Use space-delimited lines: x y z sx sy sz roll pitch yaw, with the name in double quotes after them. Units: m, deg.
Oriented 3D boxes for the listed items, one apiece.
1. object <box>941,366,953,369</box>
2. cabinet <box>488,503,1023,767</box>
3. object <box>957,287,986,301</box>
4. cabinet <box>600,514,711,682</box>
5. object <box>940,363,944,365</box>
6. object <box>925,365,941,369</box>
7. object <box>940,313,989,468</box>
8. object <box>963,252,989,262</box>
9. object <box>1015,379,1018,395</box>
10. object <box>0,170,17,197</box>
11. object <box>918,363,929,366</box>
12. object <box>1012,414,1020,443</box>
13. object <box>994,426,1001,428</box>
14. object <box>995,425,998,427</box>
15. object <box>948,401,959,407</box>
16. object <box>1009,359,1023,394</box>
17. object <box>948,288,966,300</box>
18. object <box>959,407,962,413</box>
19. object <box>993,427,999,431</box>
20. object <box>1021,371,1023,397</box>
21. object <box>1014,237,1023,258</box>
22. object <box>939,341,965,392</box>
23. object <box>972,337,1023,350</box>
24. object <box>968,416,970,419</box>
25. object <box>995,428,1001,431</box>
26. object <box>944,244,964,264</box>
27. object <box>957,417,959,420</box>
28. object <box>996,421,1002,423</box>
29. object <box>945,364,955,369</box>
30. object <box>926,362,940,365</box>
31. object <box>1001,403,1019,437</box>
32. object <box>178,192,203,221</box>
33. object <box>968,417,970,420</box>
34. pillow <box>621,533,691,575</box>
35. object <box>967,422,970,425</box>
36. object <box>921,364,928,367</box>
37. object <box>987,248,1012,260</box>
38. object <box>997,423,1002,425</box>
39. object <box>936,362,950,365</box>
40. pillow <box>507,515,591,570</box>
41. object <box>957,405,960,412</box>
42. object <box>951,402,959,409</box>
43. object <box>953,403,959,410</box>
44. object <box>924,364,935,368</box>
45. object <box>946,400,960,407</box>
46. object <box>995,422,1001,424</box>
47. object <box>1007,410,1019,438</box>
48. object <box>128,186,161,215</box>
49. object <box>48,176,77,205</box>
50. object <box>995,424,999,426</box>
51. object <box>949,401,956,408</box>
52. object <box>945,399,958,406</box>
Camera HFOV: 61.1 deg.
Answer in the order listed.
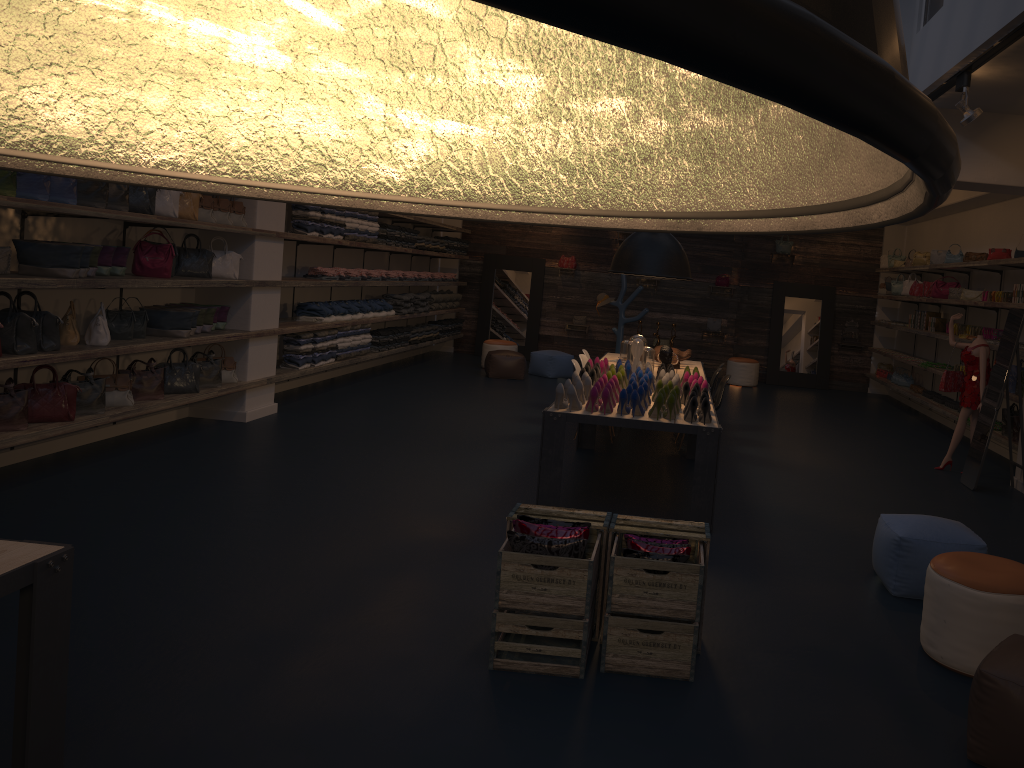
6.056 -0.219 12.151 0.236 0.057 0.083 5 6 -2 "object"
1.163 1.051 3.658 2.677 0.545 0.783 8 7 18 "cabinet"
5.885 -1.152 11.143 0.250 0.174 0.336 0 8 -41 "object"
0.655 0.959 3.979 0.465 0.545 0.567 6 5 7 "cabinet"
6.193 -0.261 12.371 0.243 0.074 0.081 4 6 -12 "object"
5.888 -0.235 12.154 0.236 0.057 0.083 5 6 -2 "object"
4.771 0.110 9.030 0.361 1.657 0.717 4 4 -13 "object"
5.895 -1.595 10.966 0.346 0.140 0.422 8 7 18 "object"
5.475 -0.034 9.144 0.365 0.337 0.224 6 4 11 "object"
-3.107 -1.284 5.125 0.200 0.337 0.408 9 7 44 "object"
5.965 -0.277 12.520 0.236 0.057 0.083 5 6 -2 "object"
5.400 0.446 9.078 0.341 0.354 0.164 5 4 3 "object"
5.499 0.488 9.869 0.230 0.067 0.087 7 6 10 "object"
5.491 0.473 9.966 0.230 0.064 0.088 7 6 10 "object"
5.934 0.281 11.636 0.172 0.087 0.071 10 7 37 "object"
5.525 -0.079 9.315 0.359 0.388 0.187 7 4 18 "object"
5.993 -1.215 11.680 0.112 0.174 0.251 3 7 -29 "object"
5.838 0.337 11.147 0.177 0.087 0.069 8 5 19 "object"
5.397 0.511 9.831 0.236 0.057 0.083 5 6 -2 "object"
5.407 -0.024 8.949 0.341 0.354 0.164 5 4 3 "object"
5.559 -1.488 9.409 0.186 0.278 0.063 8 5 37 "object"
4.735 -0.186 9.276 0.337 0.551 0.085 3 3 -21 "object"
5.658 -0.452 9.831 0.474 0.060 1.554 7 8 9 "object"
5.620 0.417 10.495 0.230 0.067 0.086 7 6 10 "object"
5.564 0.528 9.827 0.236 0.057 0.083 5 6 -2 "object"
6.055 -1.773 11.863 0.255 0.281 0.104 10 6 42 "object"
5.560 0.419 10.640 0.236 0.057 0.083 5 6 -2 "object"
5.753 0.453 10.309 0.249 0.067 0.080 3 6 -19 "object"
6.158 -0.242 12.189 0.249 0.067 0.080 3 6 -19 "object"
5.982 -0.273 12.289 0.230 0.064 0.088 7 6 10 "object"
5.519 0.391 9.445 0.359 0.388 0.187 7 4 18 "object"
-2.731 -1.533 7.047 0.178 0.384 0.461 9 6 44 "object"
5.577 0.422 10.409 0.230 0.064 0.088 7 6 10 "object"
0.655 0.834 3.975 0.305 0.317 0.467 6 6 7 "pillow"
5.483 0.460 10.274 0.236 0.057 0.083 5 6 -2 "object"
5.923 -0.256 12.335 0.236 0.057 0.083 5 6 -2 "object"
5.695 -1.509 10.139 0.256 0.148 0.123 11 7 41 "object"
5.701 0.485 10.048 0.243 0.074 0.081 4 6 -12 "object"
6.191 -0.279 12.493 0.218 0.053 0.092 11 9 37 "object"
0.170 0.765 3.884 0.353 0.347 0.444 6 6 7 "pillow"
5.851 0.330 11.214 0.177 0.087 0.069 8 5 21 "object"
5.906 0.297 11.498 0.172 0.087 0.071 11 8 43 "object"
5.893 0.305 11.430 0.071 0.087 0.172 1 8 -42 "object"
5.919 -0.244 12.245 0.236 0.057 0.083 5 6 -2 "object"
5.947 0.273 11.705 0.173 0.087 0.071 10 7 34 "object"
5.699 0.467 10.170 0.218 0.053 0.092 11 9 37 "object"
5.469 0.436 9.273 0.365 0.337 0.224 6 4 11 "object"
-2.843 -1.464 6.453 0.178 0.384 0.461 9 6 44 "object"
-3.004 -1.345 5.654 0.200 0.337 0.408 9 7 44 "object"
5.534 0.468 10.052 0.230 0.067 0.086 7 6 10 "object"
5.919 0.289 11.565 0.172 0.087 0.071 10 7 37 "object"
5.960 0.265 11.773 0.174 0.087 0.071 9 6 30 "object"
